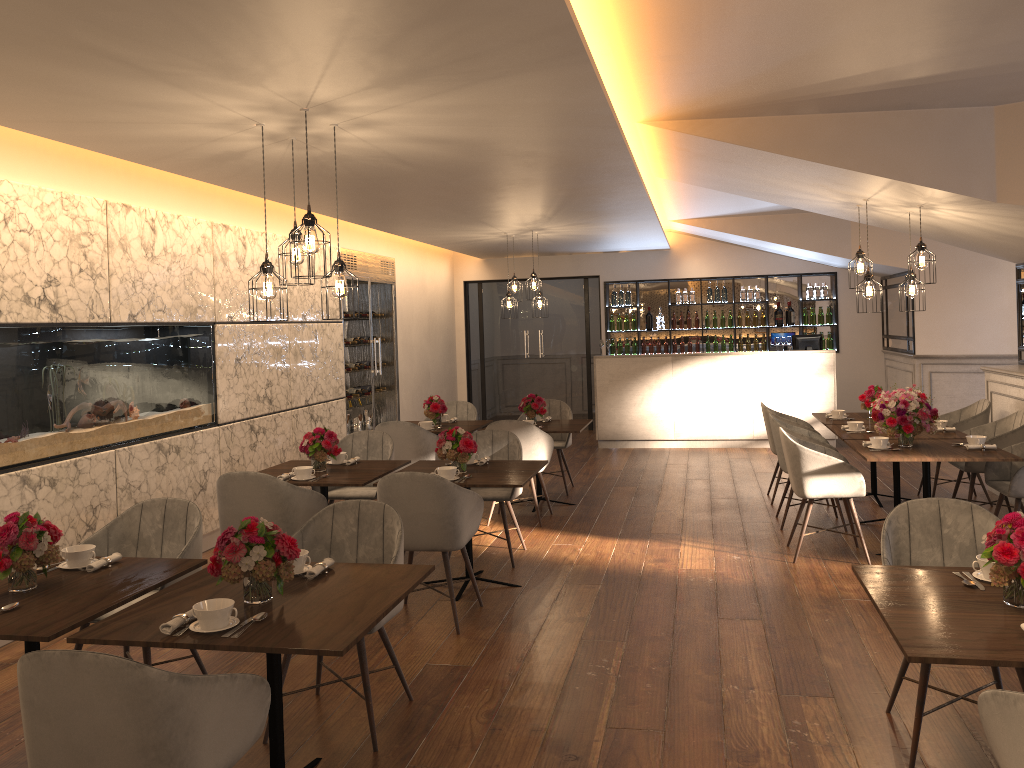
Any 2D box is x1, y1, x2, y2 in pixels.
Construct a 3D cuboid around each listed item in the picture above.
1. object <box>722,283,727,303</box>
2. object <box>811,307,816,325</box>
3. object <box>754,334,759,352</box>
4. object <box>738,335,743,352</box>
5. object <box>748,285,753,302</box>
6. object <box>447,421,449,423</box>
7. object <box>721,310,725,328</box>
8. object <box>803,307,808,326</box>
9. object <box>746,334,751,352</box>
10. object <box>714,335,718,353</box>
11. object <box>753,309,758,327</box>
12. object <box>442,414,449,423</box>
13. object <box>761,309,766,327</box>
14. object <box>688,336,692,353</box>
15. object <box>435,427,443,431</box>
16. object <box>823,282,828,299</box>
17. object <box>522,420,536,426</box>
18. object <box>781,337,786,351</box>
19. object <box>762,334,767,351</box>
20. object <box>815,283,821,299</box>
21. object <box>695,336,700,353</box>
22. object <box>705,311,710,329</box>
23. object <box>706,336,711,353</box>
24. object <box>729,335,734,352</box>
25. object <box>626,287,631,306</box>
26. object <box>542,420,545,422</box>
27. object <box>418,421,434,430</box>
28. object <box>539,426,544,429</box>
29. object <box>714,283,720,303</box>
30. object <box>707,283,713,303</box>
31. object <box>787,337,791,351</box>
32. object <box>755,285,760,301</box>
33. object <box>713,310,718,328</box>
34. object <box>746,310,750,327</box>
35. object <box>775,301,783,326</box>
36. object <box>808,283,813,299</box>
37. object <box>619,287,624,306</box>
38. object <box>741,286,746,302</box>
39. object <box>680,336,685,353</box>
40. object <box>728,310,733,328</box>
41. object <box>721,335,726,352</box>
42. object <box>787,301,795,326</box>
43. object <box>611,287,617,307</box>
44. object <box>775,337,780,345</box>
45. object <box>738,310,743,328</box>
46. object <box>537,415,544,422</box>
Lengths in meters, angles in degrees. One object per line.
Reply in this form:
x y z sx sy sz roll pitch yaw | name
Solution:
3.095 -1.342 12.894 0.075 0.310 0.075 -2 1 23 | object
4.318 -0.971 12.671 0.065 0.261 0.066 -2 1 -9 | object
3.546 -0.595 12.841 0.065 0.261 0.066 -2 1 -9 | object
3.330 -0.591 12.887 0.065 0.261 0.066 -2 1 -9 | object
3.453 -1.311 12.819 0.070 0.235 0.041 -2 1 12 | object
-0.597 0.353 8.469 0.025 0.024 0.193 -1 4 12 | object
3.080 -0.950 12.935 0.065 0.263 0.066 -2 1 -9 | object
4.210 -0.970 12.694 0.065 0.263 0.066 -2 1 -9 | object
3.438 -0.593 12.864 0.065 0.261 0.066 -2 1 -9 | object
2.984 -0.584 12.960 0.065 0.261 0.066 -2 1 -9 | object
3.534 -0.957 12.838 0.065 0.261 0.066 -2 1 -9 | object
-0.674 0.330 8.495 0.148 0.072 0.148 0 4 35 | object
3.643 -0.959 12.815 0.065 0.261 0.066 -2 1 -9 | object
2.620 -0.578 13.038 0.065 0.261 0.066 -2 1 -9 | object
-0.657 0.398 7.889 0.043 0.015 0.197 -1 4 16 | object
4.463 -1.329 12.603 0.070 0.235 0.041 -2 1 12 | object
0.133 0.356 7.701 0.148 0.072 0.148 -4 4 -35 | object
3.914 -0.573 12.763 0.065 0.208 0.065 -2 1 -33 | object
3.654 -0.597 12.818 0.065 0.261 0.066 -2 1 -9 | object
4.365 -1.327 12.624 0.070 0.235 0.041 -2 1 12 | object
2.728 -0.580 13.015 0.065 0.261 0.066 -2 1 -9 | object
2.864 -0.945 12.981 0.065 0.261 0.066 -2 1 -9 | object
2.876 -0.582 12.984 0.065 0.261 0.066 -2 1 -9 | object
3.200 -0.588 12.914 0.065 0.261 0.066 -2 1 -9 | object
1.729 -1.317 13.184 0.075 0.310 0.075 -2 1 -31 | object
0.301 0.337 8.278 0.025 0.024 0.193 -1 4 12 | object
-0.765 0.373 7.892 0.148 0.072 0.148 -4 4 -35 | object
0.249 0.382 7.696 0.043 0.015 0.197 -1 4 8 | object
2.993 -1.340 12.915 0.075 0.310 0.075 -2 1 23 | object
2.891 -1.338 12.937 0.075 0.310 0.075 -1 1 44 | object
3.990 -0.574 12.747 0.065 0.208 0.065 -2 1 -33 | object
3.551 -1.313 12.798 0.070 0.235 0.041 -2 1 12 | object
2.972 -0.948 12.958 0.065 0.263 0.066 -2 1 -9 | object
3.426 -0.955 12.861 0.065 0.261 0.066 -2 1 -9 | object
3.849 -1.010 12.747 0.104 0.359 0.104 -2 1 -26 | object
4.266 -1.326 12.645 0.070 0.235 0.041 -2 1 12 | object
1.627 -1.315 13.206 0.075 0.310 0.075 -2 1 -35 | object
3.355 -1.309 12.839 0.070 0.235 0.041 -2 1 12 | object
2.512 -0.576 13.061 0.065 0.261 0.066 -2 1 -9 | object
3.188 -0.952 12.912 0.065 0.263 0.066 -2 1 -9 | object
3.092 -0.586 12.937 0.065 0.261 0.066 -2 1 -9 | object
4.001 -1.014 12.712 0.104 0.359 0.104 -1 1 39 | object
1.525 -1.313 13.228 0.075 0.310 0.075 -1 1 37 | object
3.838 -0.571 12.779 0.065 0.208 0.065 -2 1 -33 | object
3.318 -0.953 12.884 0.065 0.261 0.066 -2 1 -9 | object
0.225 0.314 8.303 0.148 0.072 0.148 0 4 35 | object
